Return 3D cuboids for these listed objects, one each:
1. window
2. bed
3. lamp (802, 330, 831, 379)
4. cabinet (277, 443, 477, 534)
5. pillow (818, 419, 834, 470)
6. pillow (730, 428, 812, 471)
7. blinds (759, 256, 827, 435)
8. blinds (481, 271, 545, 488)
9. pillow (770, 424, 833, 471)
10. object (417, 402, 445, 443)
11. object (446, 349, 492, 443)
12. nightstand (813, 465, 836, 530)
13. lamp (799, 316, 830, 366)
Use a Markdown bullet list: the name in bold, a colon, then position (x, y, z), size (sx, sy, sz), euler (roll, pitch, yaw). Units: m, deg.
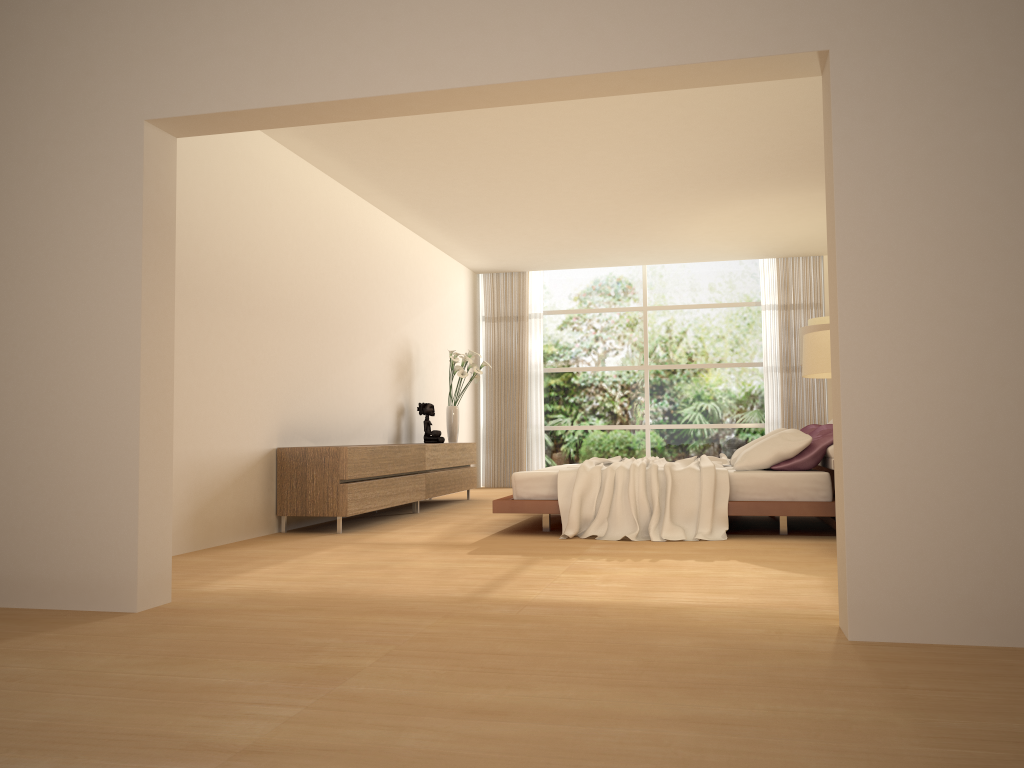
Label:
- **window**: position (1.911, -0.232, 12.612), size (4.781, 3.371, 0.071), euler (-1, -3, 13)
- **bed**: position (1.317, 0.865, 7.317), size (2.535, 0.570, 2.599), euler (-1, -3, 13)
- **lamp**: position (1.761, -1.241, 4.768), size (0.451, 2.399, 0.451), euler (-1, -3, 11)
- **cabinet**: position (-1.120, 0.921, 8.627), size (0.588, 0.662, 3.713), euler (-1, -3, 13)
- **pillow**: position (2.650, 0.425, 7.092), size (0.461, 0.457, 1.779), euler (-1, -3, 12)
- **pillow**: position (2.063, 0.525, 7.205), size (0.561, 0.339, 1.720), euler (-1, -3, 13)
- **blinds**: position (3.769, -0.287, 11.866), size (0.814, 3.351, 0.202), euler (-1, -3, 12)
- **blinds**: position (-0.002, -0.193, 12.790), size (0.950, 3.352, 0.211), euler (-1, -3, 12)
- **pillow**: position (2.328, 0.504, 7.152), size (0.575, 0.369, 1.683), euler (-1, -3, 13)
- **object**: position (-0.889, 0.428, 9.786), size (0.282, 0.453, 0.181), euler (-1, -3, 13)
- **object**: position (-0.543, 0.132, 10.230), size (0.515, 1.085, 0.608), euler (1, -4, -29)
- **nightstand**: position (2.710, 0.849, 7.051), size (0.493, 0.539, 4.220), euler (-1, -3, 13)
- **lamp**: position (3.662, 0.271, 9.976), size (0.817, 2.018, 0.817), euler (2, -4, -34)
